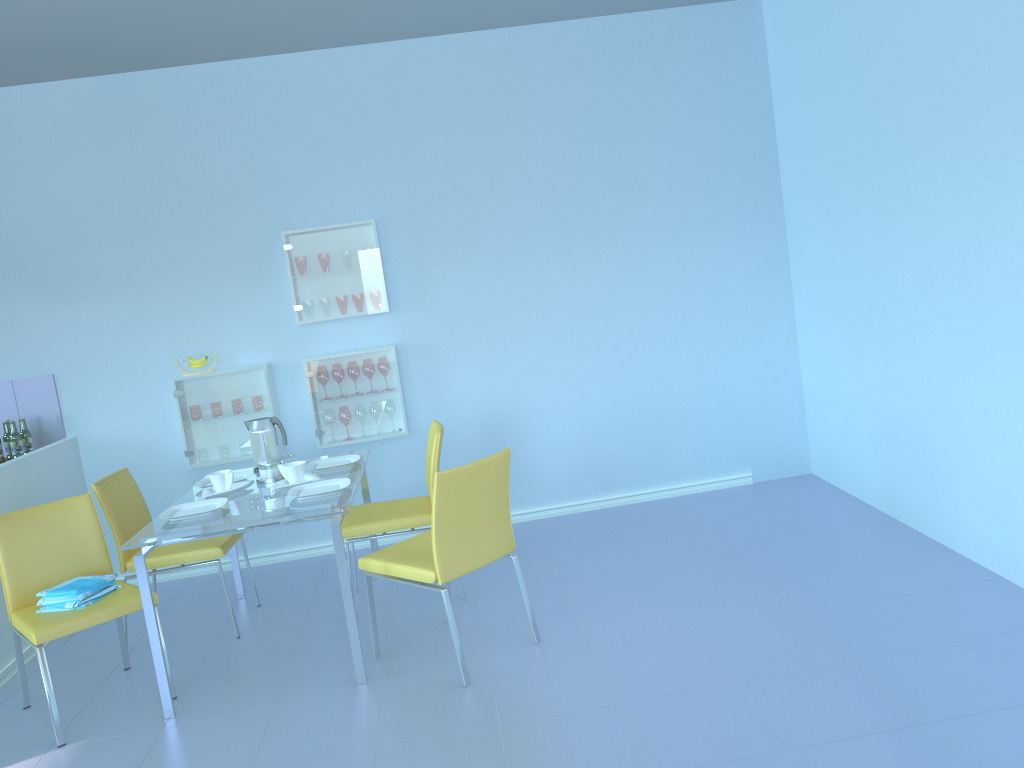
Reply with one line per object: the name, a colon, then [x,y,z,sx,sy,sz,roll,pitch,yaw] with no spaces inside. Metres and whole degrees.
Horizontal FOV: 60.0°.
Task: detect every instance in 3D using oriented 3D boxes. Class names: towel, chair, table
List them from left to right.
towel: [-1.499,0.697,3.058,0.195,0.033,0.190,-6,7,21]
chair: [-1.504,0.772,3.070,0.387,0.695,0.484,-14,9,-41]
towel: [-1.496,0.713,3.057,0.195,0.027,0.192,-6,7,16]
towel: [-1.494,0.742,3.058,0.195,0.024,0.201,-6,7,15]
towel: [-1.491,0.728,3.059,0.195,0.024,0.201,-6,7,20]
chair: [-1.390,0.686,3.686,0.484,0.695,0.387,-8,6,-2]
table: [-0.910,0.699,3.477,0.730,0.590,1.173,-9,6,-5]
chair: [-0.479,0.549,3.738,0.484,0.695,0.387,-9,7,-7]
chair: [-0.232,0.591,3.066,0.484,0.695,0.387,-2,9,43]

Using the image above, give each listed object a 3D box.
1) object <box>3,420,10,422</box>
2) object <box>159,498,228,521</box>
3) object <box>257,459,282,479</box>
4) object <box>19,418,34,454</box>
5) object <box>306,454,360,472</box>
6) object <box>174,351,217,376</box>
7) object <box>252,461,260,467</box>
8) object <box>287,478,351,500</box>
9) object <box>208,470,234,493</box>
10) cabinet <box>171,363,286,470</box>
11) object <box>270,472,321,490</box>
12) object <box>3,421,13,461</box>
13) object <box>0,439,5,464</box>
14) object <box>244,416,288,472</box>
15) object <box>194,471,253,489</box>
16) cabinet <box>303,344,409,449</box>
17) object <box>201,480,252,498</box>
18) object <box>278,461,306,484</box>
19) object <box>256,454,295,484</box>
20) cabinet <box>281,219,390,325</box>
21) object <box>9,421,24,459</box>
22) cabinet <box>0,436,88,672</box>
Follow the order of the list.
object: [-2.400,0.266,4.241,0.052,0.190,0.052,-14,8,-40]
object: [-1.141,0.454,3.191,0.228,0.020,0.228,-9,7,-8]
object: [-0.986,0.353,3.616,0.087,0.071,0.090,-14,8,-40]
object: [-2.315,0.258,4.220,0.052,0.187,0.052,-7,7,14]
object: [-0.751,0.337,3.730,0.228,0.020,0.228,-9,7,-8]
object: [-1.545,-0.098,4.355,0.203,0.100,0.077,-10,7,-12]
object: [-1.013,0.340,3.594,0.077,0.079,0.023,-14,8,-39]
object: [-0.702,0.386,3.237,0.228,0.020,0.228,-9,7,-8]
object: [-1.135,0.388,3.474,0.091,0.083,0.111,-11,7,-23]
cabinet: [-1.396,0.156,4.385,0.450,0.450,0.173,-9,6,-5]
object: [-0.851,0.384,3.447,0.190,0.020,0.194,-11,7,-24]
object: [-2.372,0.270,4.187,0.052,0.187,0.052,-7,7,14]
object: [-2.409,0.280,4.134,0.052,0.190,0.052,-14,8,-40]
object: [-1.084,0.262,3.908,0.132,0.222,0.146,-3,8,37]
object: [-1.200,0.405,3.699,0.228,0.020,0.228,-8,6,-3]
cabinet: [-0.774,0.061,4.438,0.450,0.450,0.173,-9,6,-5]
object: [-1.118,0.418,3.484,0.190,0.020,0.194,-10,7,-14]
object: [-0.844,0.349,3.451,0.091,0.083,0.111,-12,8,-33]
object: [-0.965,0.349,3.621,0.166,0.081,0.123,-10,7,-13]
cabinet: [-0.861,-0.549,4.368,0.450,0.450,0.173,-9,6,-5]
object: [-2.324,0.267,4.152,0.052,0.187,0.052,-7,7,14]
cabinet: [-3.086,0.924,3.303,2.200,0.800,2.139,-9,6,-5]
